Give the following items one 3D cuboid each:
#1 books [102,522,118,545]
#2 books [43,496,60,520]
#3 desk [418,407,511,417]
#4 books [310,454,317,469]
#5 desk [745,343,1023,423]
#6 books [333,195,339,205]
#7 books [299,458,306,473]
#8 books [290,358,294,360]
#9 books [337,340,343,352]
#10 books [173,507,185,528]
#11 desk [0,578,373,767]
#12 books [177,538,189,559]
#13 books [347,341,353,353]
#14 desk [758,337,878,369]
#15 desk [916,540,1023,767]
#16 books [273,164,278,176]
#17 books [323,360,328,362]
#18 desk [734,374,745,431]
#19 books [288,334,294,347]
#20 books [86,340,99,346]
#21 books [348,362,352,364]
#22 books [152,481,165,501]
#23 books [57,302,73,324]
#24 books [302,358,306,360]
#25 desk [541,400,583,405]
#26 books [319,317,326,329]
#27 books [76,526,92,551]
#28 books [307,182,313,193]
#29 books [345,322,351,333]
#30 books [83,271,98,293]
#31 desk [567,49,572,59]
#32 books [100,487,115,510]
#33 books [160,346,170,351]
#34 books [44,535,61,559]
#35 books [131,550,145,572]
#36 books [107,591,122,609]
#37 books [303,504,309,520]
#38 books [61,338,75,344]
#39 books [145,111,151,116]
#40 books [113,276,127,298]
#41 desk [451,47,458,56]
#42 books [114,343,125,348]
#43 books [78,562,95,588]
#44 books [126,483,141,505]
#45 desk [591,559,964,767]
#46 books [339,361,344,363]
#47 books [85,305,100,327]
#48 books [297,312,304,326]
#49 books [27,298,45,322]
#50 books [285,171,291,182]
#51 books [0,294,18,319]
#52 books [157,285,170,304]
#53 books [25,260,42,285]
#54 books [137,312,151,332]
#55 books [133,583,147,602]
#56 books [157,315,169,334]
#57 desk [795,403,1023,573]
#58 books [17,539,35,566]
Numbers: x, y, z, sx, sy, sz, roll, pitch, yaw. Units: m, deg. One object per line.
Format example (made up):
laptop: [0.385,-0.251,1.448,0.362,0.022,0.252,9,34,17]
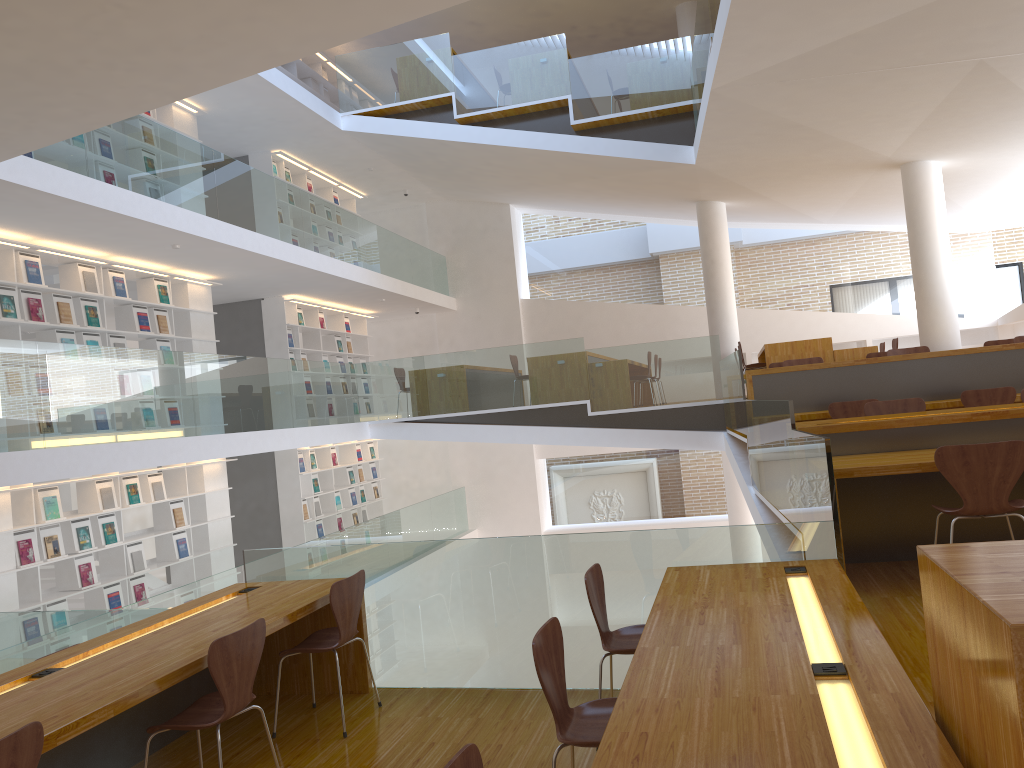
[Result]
books: [-3.800,1.416,8.384,0.037,0.210,0.145,-6,-2,14]
books: [-4.003,1.082,7.712,0.037,0.210,0.145,-6,-2,14]
desk: [-0.560,0.104,12.971,0.760,0.606,3.194,-6,-2,14]
books: [-2.836,1.101,12.636,0.037,0.210,0.145,-6,-2,14]
desk: [3.714,0.229,7.630,3.216,1.022,1.248,-6,-2,14]
books: [-2.835,-2.931,14.321,0.037,0.210,0.145,-6,-2,14]
books: [-2.917,1.131,12.288,0.037,0.210,0.145,-6,-2,14]
books: [-3.055,-0.260,12.318,0.037,0.210,0.145,-6,-2,14]
books: [-2.694,-0.582,13.906,0.037,0.210,0.145,-6,-2,14]
books: [-3.540,1.424,9.429,0.037,0.210,0.145,-6,-2,14]
desk: [-1.755,1.538,3.356,1.285,0.918,3.236,-6,-2,14]
books: [-3.502,1.751,9.434,0.037,0.210,0.145,-6,-2,14]
books: [-2.608,-0.579,14.246,0.037,0.210,0.145,-6,-2,14]
desk: [4.015,-0.142,11.888,1.247,0.762,3.194,-6,-2,14]
desk: [2.460,0.532,1.402,3.185,0.606,0.760,-6,-2,14]
books: [-3.324,-2.966,12.384,0.037,0.210,0.145,-6,-2,14]
books: [-2.798,-0.258,13.354,0.037,0.210,0.145,-6,-2,14]
desk: [4.106,0.046,9.627,3.356,0.606,0.760,-6,-2,14]
books: [-3.085,-0.596,12.336,0.037,0.210,0.145,-6,-2,14]
books: [-3.972,-0.312,8.428,0.037,0.210,0.145,-6,-2,14]
books: [-2.577,-0.245,14.220,0.037,0.210,0.145,-6,-2,14]
books: [-3.642,1.113,9.137,0.037,0.210,0.145,-6,-2,14]
books: [-4.087,-0.643,8.109,0.037,0.210,0.145,-6,-2,14]
books: [-2.969,-0.266,12.677,0.037,0.210,0.145,-6,-2,14]
desk: [1.216,-0.005,12.524,1.248,0.757,3.196,-6,-2,14]
books: [-2.860,-0.899,13.375,0.037,0.210,0.145,-6,-2,14]
books: [-3.887,1.403,8.058,0.037,0.210,0.145,-6,-2,14]
books: [-3.057,-2.938,13.440,0.037,0.210,0.145,-6,-2,14]
books: [-2.639,-0.892,14.256,0.037,0.210,0.145,-6,-2,14]
books: [-4.027,-0.969,8.470,0.037,0.210,0.145,-6,-2,14]
desk: [0.736,-3.818,12.638,0.760,0.606,3.196,-6,-2,14]
books: [-3.830,1.087,8.401,0.037,0.210,0.145,-6,-2,14]
books: [-3.699,-0.301,9.502,0.037,0.210,0.145,-6,-2,14]
books: [-3.984,1.423,7.694,0.037,0.210,0.145,-6,-2,14]
books: [-3.678,1.754,8.727,0.037,0.210,0.145,-6,-2,14]
books: [-3.741,2.070,8.359,0.037,0.210,0.145,-6,-2,14]
books: [-2.863,1.770,12.252,0.037,0.210,0.145,-6,-2,14]
books: [-4.048,-0.312,8.113,0.037,0.210,0.145,-6,-2,14]
books: [-3.963,-2.975,9.572,0.037,0.210,0.145,-6,-2,14]
books: [-3.925,-0.967,8.877,0.037,0.210,0.145,-6,-2,14]
desk: [-0.724,-3.972,13.005,0.760,0.606,3.196,-6,-2,14]
books: [-3.876,-0.302,8.796,0.037,0.210,0.145,-6,-2,14]
books: [-3.856,1.734,8.038,0.037,0.210,0.145,-6,-2,14]
books: [-3.739,1.090,8.761,0.037,0.210,0.145,-6,-2,14]
desk: [0.740,1.115,2.537,0.760,0.606,3.185,-6,-2,14]
books: [-2.659,-0.247,13.895,0.037,0.210,0.145,-6,-2,14]
books: [-3.997,-0.640,8.453,0.037,0.210,0.145,-6,-2,14]
books: [-3.029,-0.920,12.708,0.037,0.210,0.145,-6,-2,14]
books: [-4.171,-0.647,7.772,0.037,0.210,0.145,-6,-2,14]
books: [-3.226,-2.959,12.773,0.037,0.210,0.145,-6,-2,14]
books: [-4.247,-0.645,7.477,0.037,0.210,0.145,-6,-2,14]
books: [-3.754,-0.960,9.557,0.037,0.210,0.145,-6,-2,14]
books: [-4.200,-0.976,7.784,0.037,0.210,0.145,-6,-2,14]
books: [-3.815,-0.637,9.191,0.037,0.210,0.145,-6,-2,14]
books: [-3.651,2.074,8.716,0.037,0.210,0.145,-6,-2,14]
books: [-3.738,-0.632,9.498,0.037,0.210,0.145,-6,-2,14]
desk: [3.240,0.478,4.685,3.243,0.785,1.527,-6,-2,14]
books: [-4.051,1.404,7.396,0.037,0.210,0.145,-6,-2,14]
